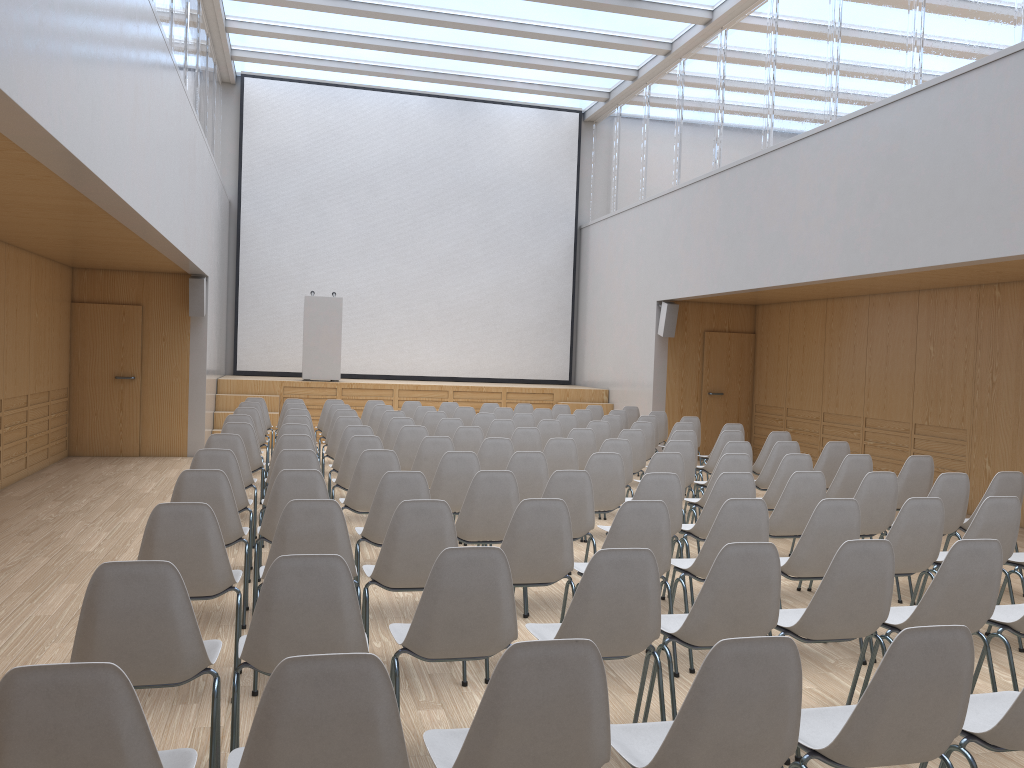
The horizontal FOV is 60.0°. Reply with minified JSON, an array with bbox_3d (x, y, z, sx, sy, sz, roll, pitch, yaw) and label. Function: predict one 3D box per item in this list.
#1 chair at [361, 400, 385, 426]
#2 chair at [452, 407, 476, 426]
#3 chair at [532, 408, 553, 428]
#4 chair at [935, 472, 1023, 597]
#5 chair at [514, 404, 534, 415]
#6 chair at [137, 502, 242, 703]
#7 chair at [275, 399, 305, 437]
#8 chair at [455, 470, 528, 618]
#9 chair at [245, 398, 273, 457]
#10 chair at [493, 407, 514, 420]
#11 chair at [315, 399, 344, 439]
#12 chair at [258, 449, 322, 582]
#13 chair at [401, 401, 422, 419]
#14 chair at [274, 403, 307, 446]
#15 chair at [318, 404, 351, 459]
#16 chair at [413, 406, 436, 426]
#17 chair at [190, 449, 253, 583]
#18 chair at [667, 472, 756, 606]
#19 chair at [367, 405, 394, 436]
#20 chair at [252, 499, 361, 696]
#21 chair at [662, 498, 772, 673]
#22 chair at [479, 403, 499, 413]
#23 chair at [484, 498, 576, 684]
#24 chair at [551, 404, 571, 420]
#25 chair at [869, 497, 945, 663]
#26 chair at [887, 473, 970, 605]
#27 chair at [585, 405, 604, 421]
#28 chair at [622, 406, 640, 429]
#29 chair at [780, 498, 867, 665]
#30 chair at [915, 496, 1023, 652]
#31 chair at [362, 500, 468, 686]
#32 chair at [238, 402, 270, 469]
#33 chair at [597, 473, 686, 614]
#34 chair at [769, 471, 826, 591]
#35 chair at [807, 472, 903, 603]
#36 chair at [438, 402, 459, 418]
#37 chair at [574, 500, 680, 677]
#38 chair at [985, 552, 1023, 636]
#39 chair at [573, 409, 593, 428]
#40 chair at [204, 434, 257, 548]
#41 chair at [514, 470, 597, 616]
[{"bbox_3d":[-1.902,0.646,12.124,0.479,0.876,0.505,2,2,-14],"label":"chair"},{"bbox_3d":[-0.662,0.713,11.408,0.479,0.876,0.505,2,2,-14],"label":"chair"},{"bbox_3d":[0.321,0.741,11.658,0.479,0.876,0.505,2,2,-14],"label":"chair"},{"bbox_3d":[3.295,1.020,6.258,0.479,0.876,0.505,2,2,-14],"label":"chair"},{"bbox_3d":[0.099,0.702,12.652,0.479,0.876,0.505,2,2,-14],"label":"chair"},{"bbox_3d":[-1.448,0.921,3.951,0.479,0.876,0.505,2,2,-14],"label":"chair"},{"bbox_3d":[-2.906,0.620,11.785,0.479,0.876,0.505,2,2,-14],"label":"chair"},{"bbox_3d":[-0.173,0.923,5.348,0.479,0.876,0.505,2,2,-14],"label":"chair"},{"bbox_3d":[-3.404,0.603,11.742,0.479,0.876,0.505,2,2,-14],"label":"chair"},{"bbox_3d":[-0.179,0.726,11.560,0.479,0.876,0.505,2,2,-14],"label":"chair"},{"bbox_3d":[-2.415,0.633,11.952,0.479,0.876,0.505,2,2,-14],"label":"chair"},{"bbox_3d":[-1.476,0.853,6.047,0.479,0.876,0.505,2,2,-14],"label":"chair"},{"bbox_3d":[-1.425,0.658,12.274,0.479,0.876,0.505,2,2,-14],"label":"chair"},{"bbox_3d":[-2.672,0.657,10.898,0.479,0.876,0.505,2,2,-14],"label":"chair"},{"bbox_3d":[-2.151,0.673,10.988,0.479,0.876,0.505,2,2,-14],"label":"chair"},{"bbox_3d":[-1.137,0.701,11.246,0.479,0.876,0.505,2,2,-14],"label":"chair"},{"bbox_3d":[-1.968,0.840,5.902,0.479,0.876,0.505,2,2,-14],"label":"chair"},{"bbox_3d":[1.298,0.966,5.680,0.479,0.876,0.505,2,2,-14],"label":"chair"},{"bbox_3d":[-1.659,0.685,11.174,0.479,0.876,0.505,2,2,-14],"label":"chair"},{"bbox_3d":[-0.949,0.933,4.148,0.479,0.876,0.505,2,2,-14],"label":"chair"},{"bbox_3d":[1.077,0.991,4.634,0.479,0.876,0.505,2,2,-14],"label":"chair"},{"bbox_3d":[-0.367,0.691,12.473,0.479,0.876,0.505,2,2,-14],"label":"chair"},{"bbox_3d":[0.069,0.962,4.397,0.479,0.876,0.505,2,2,-14],"label":"chair"},{"bbox_3d":[0.623,0.717,12.766,0.479,0.876,0.505,2,2,-14],"label":"chair"},{"bbox_3d":[2.080,1.019,4.889,0.479,0.876,0.505,2,2,-14],"label":"chair"},{"bbox_3d":[2.821,1.009,6.067,0.479,0.876,0.505,2,2,-14],"label":"chair"},{"bbox_3d":[1.105,0.730,12.918,0.479,0.876,0.505,2,2,-14],"label":"chair"},{"bbox_3d":[1.639,0.746,13.024,0.479,0.876,0.505,2,2,-14],"label":"chair"},{"bbox_3d":[1.578,1.006,4.742,0.479,0.876,0.505,2,2,-14],"label":"chair"},{"bbox_3d":[2.572,1.032,5.043,0.479,0.876,0.505,2,2,-14],"label":"chair"},{"bbox_3d":[-0.472,0.947,4.241,0.479,0.876,0.505,2,2,-14],"label":"chair"},{"bbox_3d":[-3.191,0.641,10.795,0.479,0.876,0.505,2,2,-14],"label":"chair"},{"bbox_3d":[0.809,0.953,5.513,0.479,0.876,0.505,2,2,-14],"label":"chair"},{"bbox_3d":[1.800,0.978,5.868,0.479,0.876,0.505,2,2,-14],"label":"chair"},{"bbox_3d":[2.309,0.993,5.978,0.479,0.876,0.505,2,2,-14],"label":"chair"},{"bbox_3d":[-0.923,0.674,12.353,0.479,0.876,0.505,2,2,-14],"label":"chair"},{"bbox_3d":[0.551,0.977,4.459,0.479,0.876,0.505,2,2,-14],"label":"chair"},{"bbox_3d":[3.058,1.048,5.096,0.479,0.876,0.505,2,2,-14],"label":"chair"},{"bbox_3d":[0.846,0.758,11.750,0.479,0.876,0.505,2,2,-14],"label":"chair"},{"bbox_3d":[-2.223,0.800,6.888,0.479,0.876,0.505,2,2,-14],"label":"chair"},{"bbox_3d":[0.272,0.935,5.490,0.479,0.876,0.505,2,2,-14],"label":"chair"}]
